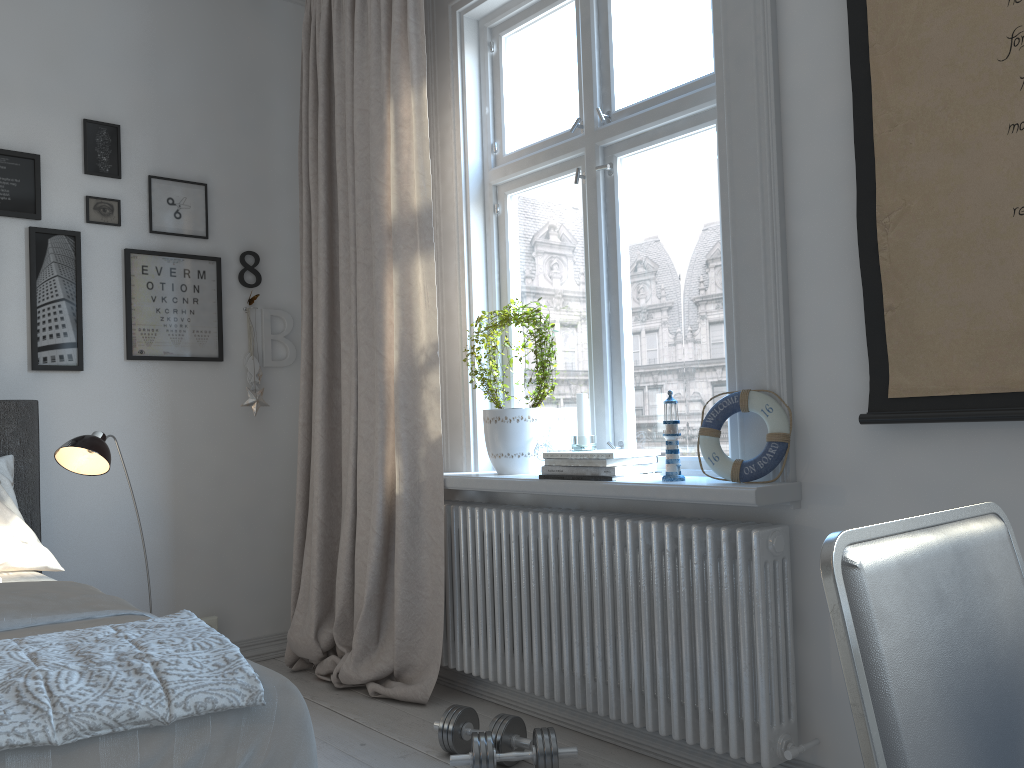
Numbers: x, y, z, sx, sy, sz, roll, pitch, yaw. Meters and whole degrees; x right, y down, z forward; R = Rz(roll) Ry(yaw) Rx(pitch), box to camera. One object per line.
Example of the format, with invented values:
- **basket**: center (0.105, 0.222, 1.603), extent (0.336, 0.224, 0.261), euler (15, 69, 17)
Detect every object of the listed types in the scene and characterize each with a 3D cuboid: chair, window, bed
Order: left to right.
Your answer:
- **bed**: center (-1.562, 0.516, 1.655), extent (1.888, 1.046, 2.178), euler (0, -3, -40)
- **window**: center (-0.590, -0.530, 6.298), extent (11.965, 7.006, 7.984), euler (0, -3, -40)
- **chair**: center (0.632, 0.528, 0.780), extent (0.562, 0.797, 0.525), euler (0, -2, -40)

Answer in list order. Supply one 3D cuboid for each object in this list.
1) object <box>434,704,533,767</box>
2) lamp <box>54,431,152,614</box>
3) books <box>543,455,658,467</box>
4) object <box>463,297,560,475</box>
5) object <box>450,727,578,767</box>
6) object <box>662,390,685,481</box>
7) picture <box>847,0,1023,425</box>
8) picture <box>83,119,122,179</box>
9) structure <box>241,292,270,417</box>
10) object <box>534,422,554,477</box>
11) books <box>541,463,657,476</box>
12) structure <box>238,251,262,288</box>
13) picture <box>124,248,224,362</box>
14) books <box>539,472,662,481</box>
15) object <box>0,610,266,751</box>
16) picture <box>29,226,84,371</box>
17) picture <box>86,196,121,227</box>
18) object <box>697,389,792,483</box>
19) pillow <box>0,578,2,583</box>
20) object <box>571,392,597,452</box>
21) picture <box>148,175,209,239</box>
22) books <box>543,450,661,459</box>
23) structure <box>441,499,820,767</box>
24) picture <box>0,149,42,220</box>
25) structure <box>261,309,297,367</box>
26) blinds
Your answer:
- **object**: center (-0.082, 0.964, 2.438), extent (0.329, 0.129, 0.129), euler (-4, -3, 34)
- **lamp**: center (-1.201, 0.622, 2.980), extent (0.450, 0.936, 0.800), euler (-3, -2, 32)
- **books**: center (0.251, 0.219, 2.528), extent (0.207, 0.022, 0.254), euler (0, -3, -39)
- **object**: center (0.008, 0.004, 2.887), extent (0.385, 0.573, 0.217), euler (-3, -2, 30)
- **object**: center (0.006, 0.954, 2.271), extent (0.328, 0.129, 0.129), euler (-2, -2, -5)
- **object**: center (0.414, 0.133, 2.296), extent (0.060, 0.235, 0.059), euler (-2, -2, 2)
- **picture**: center (1.005, -0.588, 1.670), extent (0.057, 1.312, 0.793), euler (-1, -2, -40)
- **picture**: center (-1.510, -0.866, 3.270), extent (0.128, 0.202, 0.011), euler (0, -2, -40)
- **structure**: center (-1.049, -0.123, 3.579), extent (0.078, 0.514, 0.134), euler (-3, -2, 38)
- **object**: center (0.102, 0.198, 2.721), extent (0.059, 0.165, 0.196), euler (-2, -2, 10)
- **books**: center (0.250, 0.243, 2.539), extent (0.262, 0.024, 0.207), euler (-4, -3, 43)
- **structure**: center (-1.068, -0.467, 3.612), extent (0.096, 0.150, 0.014), euler (0, -2, -40)
- **picture**: center (-1.296, -0.297, 3.415), extent (0.365, 0.415, 0.021), euler (0, -2, -40)
- **books**: center (0.250, 0.260, 2.520), extent (0.219, 0.013, 0.272), euler (0, -4, -44)
- **object**: center (-1.026, 0.431, 1.006), extent (1.460, 0.104, 0.405), euler (0, -3, -40)
- **picture**: center (-1.615, -0.298, 3.145), extent (0.165, 0.504, 0.020), euler (-1, -2, -40)
- **picture**: center (-1.503, -0.636, 3.263), extent (0.119, 0.098, 0.010), euler (0, -2, -40)
- **object**: center (0.560, 0.126, 2.147), extent (0.236, 0.227, 0.079), euler (-3, -2, 35)
- **pillow**: center (-1.818, 0.430, 2.006), extent (0.416, 0.225, 1.146), euler (-4, -3, 42)
- **object**: center (0.207, 0.110, 2.586), extent (0.074, 0.173, 0.074), euler (-2, -2, 5)
- **picture**: center (-1.293, -0.684, 3.443), extent (0.225, 0.220, 0.010), euler (0, -2, -40)
- **books**: center (0.253, 0.199, 2.525), extent (0.203, 0.015, 0.269), euler (0, -4, -43)
- **structure**: center (0.192, 0.645, 2.618), extent (0.195, 0.547, 1.506), euler (-1, -3, -40)
- **picture**: center (-1.803, -0.693, 3.008), extent (0.365, 0.232, 0.020), euler (0, -2, -40)
- **structure**: center (-0.968, -0.189, 3.685), extent (0.146, 0.239, 0.024), euler (0, -2, -40)
- **blinds**: center (-0.571, -0.253, 3.141), extent (0.225, 2.646, 0.831), euler (-1, -2, -40)
